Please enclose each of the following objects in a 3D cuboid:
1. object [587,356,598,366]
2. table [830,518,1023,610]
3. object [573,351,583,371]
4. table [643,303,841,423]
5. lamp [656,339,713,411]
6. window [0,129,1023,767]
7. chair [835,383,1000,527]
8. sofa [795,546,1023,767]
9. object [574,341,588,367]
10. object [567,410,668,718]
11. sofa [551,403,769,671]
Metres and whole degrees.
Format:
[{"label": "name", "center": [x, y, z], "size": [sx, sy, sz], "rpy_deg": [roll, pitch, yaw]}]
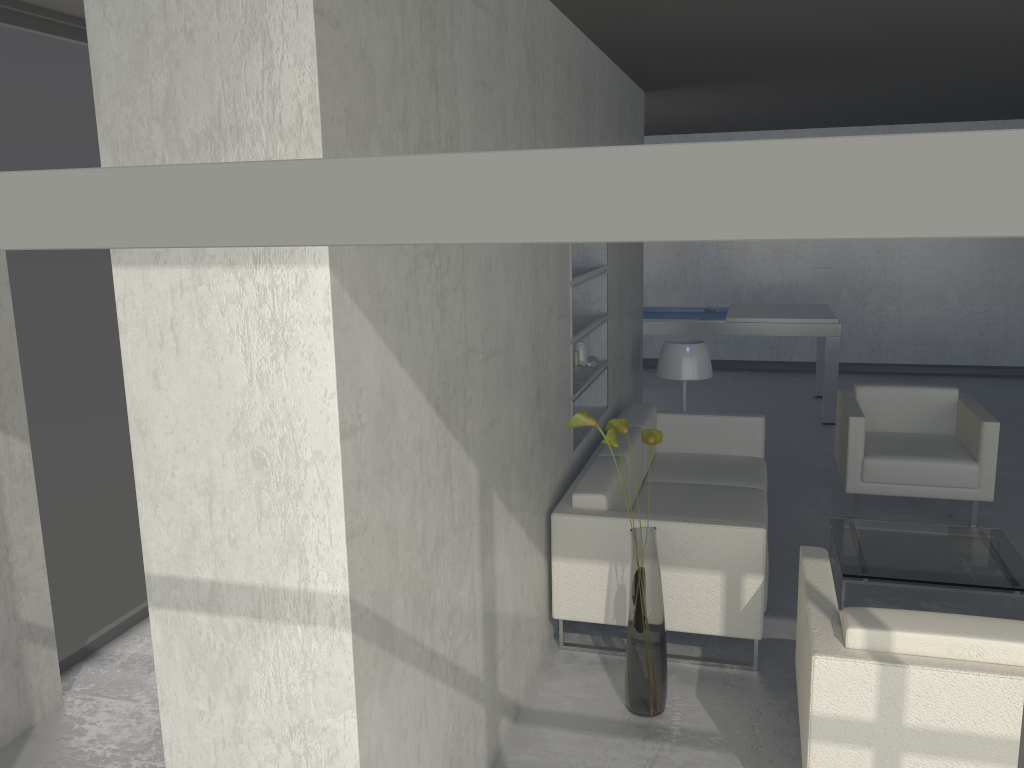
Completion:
[{"label": "object", "center": [0.420, -0.122, 4.638], "size": [0.064, 0.050, 0.064], "rpy_deg": [3, 12, 21]}, {"label": "table", "center": [1.883, 0.847, 4.041], "size": [0.773, 0.190, 0.730], "rpy_deg": [2, 11, 15]}, {"label": "object", "center": [0.325, -0.121, 4.527], "size": [0.074, 0.094, 0.074], "rpy_deg": [-5, 12, -20]}, {"label": "table", "center": [1.737, -0.239, 7.867], "size": [2.095, 0.835, 1.180], "rpy_deg": [2, 11, 15]}, {"label": "lamp", "center": [1.077, 0.022, 5.549], "size": [0.347, 0.582, 0.347], "rpy_deg": [-4, 11, -15]}, {"label": "window", "center": [0.280, 0.400, 0.519], "size": [4.080, 2.477, 0.037], "rpy_deg": [2, 11, 15]}, {"label": "chair", "center": [2.319, 0.376, 5.180], "size": [0.748, 0.662, 0.821], "rpy_deg": [2, 11, 15]}, {"label": "sofa", "center": [1.798, 0.911, 2.483], "size": [1.881, 0.658, 0.821], "rpy_deg": [2, 11, 15]}, {"label": "object", "center": [0.352, -0.155, 4.602], "size": [0.079, 0.130, 0.079], "rpy_deg": [1, 11, 14]}, {"label": "object", "center": [0.463, 0.603, 3.213], "size": [0.387, 1.051, 0.400], "rpy_deg": [9, 15, 43]}, {"label": "sofa", "center": [0.801, 0.591, 4.252], "size": [0.821, 0.658, 1.881], "rpy_deg": [2, 11, 15]}]
